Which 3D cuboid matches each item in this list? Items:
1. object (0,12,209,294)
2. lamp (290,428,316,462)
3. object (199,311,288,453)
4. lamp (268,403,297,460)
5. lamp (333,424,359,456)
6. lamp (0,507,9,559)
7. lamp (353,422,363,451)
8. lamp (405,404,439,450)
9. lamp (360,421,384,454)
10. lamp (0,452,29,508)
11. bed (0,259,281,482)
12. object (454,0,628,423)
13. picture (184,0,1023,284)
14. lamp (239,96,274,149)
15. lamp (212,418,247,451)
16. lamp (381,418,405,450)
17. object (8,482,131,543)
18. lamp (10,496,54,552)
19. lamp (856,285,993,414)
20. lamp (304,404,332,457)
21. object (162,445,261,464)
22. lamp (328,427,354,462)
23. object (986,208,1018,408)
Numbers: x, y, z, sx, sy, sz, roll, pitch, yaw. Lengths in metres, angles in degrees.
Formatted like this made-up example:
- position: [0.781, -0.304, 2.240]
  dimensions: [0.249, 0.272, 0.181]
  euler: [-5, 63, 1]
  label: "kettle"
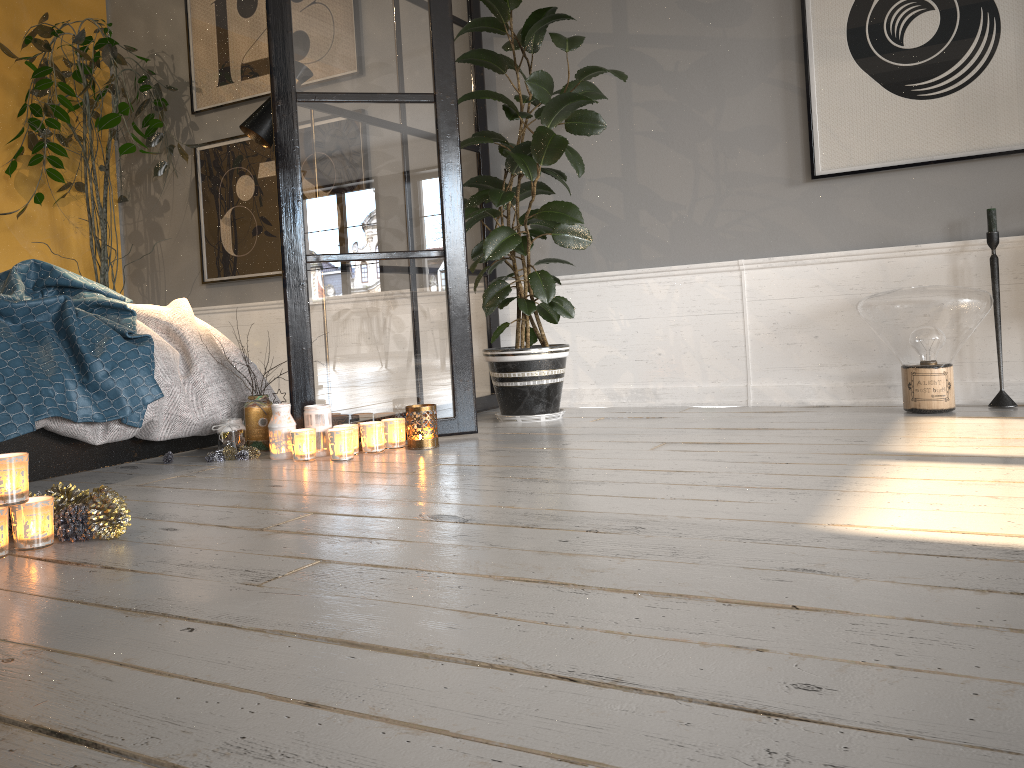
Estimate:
- position: [-2.253, -0.915, 4.900]
  dimensions: [1.248, 2.203, 1.347]
  euler: [-3, 1, 16]
  label: "object"
- position: [-0.664, 0.195, 2.823]
  dimensions: [0.081, 0.098, 0.081]
  euler: [-4, 2, -6]
  label: "lamp"
- position: [-0.882, -0.024, 3.169]
  dimensions: [0.438, 0.521, 0.278]
  euler: [-4, 1, -20]
  label: "object"
- position: [-0.755, 0.156, 2.912]
  dimensions: [0.092, 0.179, 0.092]
  euler: [-4, 1, -40]
  label: "lamp"
- position: [-0.536, 0.184, 2.873]
  dimensions: [0.081, 0.098, 0.081]
  euler: [-4, 2, -20]
  label: "lamp"
- position: [-1.032, 0.295, 1.738]
  dimensions: [0.081, 0.098, 0.081]
  euler: [-4, 2, -20]
  label: "lamp"
- position: [-0.505, 0.177, 3.001]
  dimensions: [0.063, 0.091, 0.063]
  euler: [-3, 1, 11]
  label: "lamp"
- position: [-0.300, 0.142, 2.957]
  dimensions: [0.107, 0.140, 0.107]
  euler: [-4, 2, -7]
  label: "lamp"
- position: [-0.458, 0.176, 2.913]
  dimensions: [0.081, 0.098, 0.081]
  euler: [-4, 2, -20]
  label: "lamp"
- position: [-1.012, 0.192, 1.774]
  dimensions: [0.081, 0.098, 0.081]
  euler: [-4, 2, -20]
  label: "lamp"
- position: [-2.299, -0.071, 3.206]
  dimensions: [2.319, 0.769, 1.904]
  euler: [-1, 4, 30]
  label: "bed"
- position: [-0.655, -0.609, 2.205]
  dimensions: [1.009, 1.792, 3.909]
  euler: [-3, 3, 29]
  label: "object"
- position: [0.349, -1.359, 1.615]
  dimensions: [7.283, 1.793, 4.053]
  euler: [-1, 4, 29]
  label: "picture"
- position: [-0.872, -0.566, 3.631]
  dimensions: [0.404, 1.524, 0.232]
  euler: [-4, 0, -31]
  label: "lamp"
- position: [-0.959, 0.186, 3.025]
  dimensions: [0.096, 0.131, 0.108]
  euler: [-4, 2, 0]
  label: "lamp"
- position: [-0.397, 0.168, 2.979]
  dimensions: [0.081, 0.098, 0.081]
  euler: [-4, 2, -20]
  label: "lamp"
- position: [-1.121, 0.282, 1.976]
  dimensions: [0.716, 0.118, 0.193]
  euler: [-2, 3, 18]
  label: "object"
- position: [-0.982, 0.286, 1.814]
  dimensions: [0.081, 0.098, 0.081]
  euler: [-4, 2, -20]
  label: "lamp"
- position: [1.440, -0.123, 3.082]
  dimensions: [0.433, 0.437, 0.432]
  euler: [-5, 3, -39]
  label: "lamp"
- position: [-0.636, 0.154, 2.919]
  dimensions: [0.092, 0.166, 0.089]
  euler: [-4, 1, -4]
  label: "lamp"
- position: [-1.000, 0.236, 2.942]
  dimensions: [0.326, 0.053, 0.087]
  euler: [-4, 3, -7]
  label: "object"
- position: [-0.536, 0.190, 2.783]
  dimensions: [0.081, 0.098, 0.081]
  euler: [-4, 2, -20]
  label: "lamp"
- position: [1.778, -0.274, 3.050]
  dimensions: [0.279, 0.700, 0.092]
  euler: [-3, 0, 22]
  label: "object"
